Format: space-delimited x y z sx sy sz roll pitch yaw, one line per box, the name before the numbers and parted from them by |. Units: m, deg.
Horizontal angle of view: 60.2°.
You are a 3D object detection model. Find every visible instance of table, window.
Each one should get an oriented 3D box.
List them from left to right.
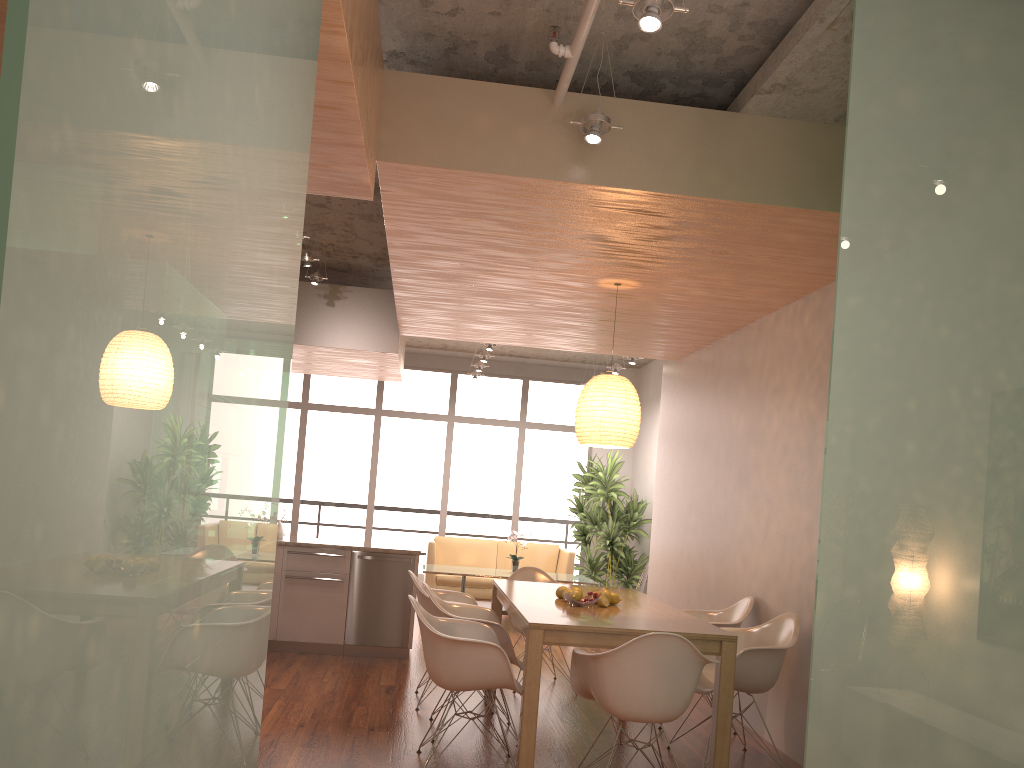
window | -2.941 1.079 12.237 8.560 3.269 0.062 5 -2 -5
table | -0.074 2.372 9.766 1.870 0.557 0.946 5 -6 -5
table | 0.451 1.706 5.260 1.026 0.805 2.087 5 -7 -5

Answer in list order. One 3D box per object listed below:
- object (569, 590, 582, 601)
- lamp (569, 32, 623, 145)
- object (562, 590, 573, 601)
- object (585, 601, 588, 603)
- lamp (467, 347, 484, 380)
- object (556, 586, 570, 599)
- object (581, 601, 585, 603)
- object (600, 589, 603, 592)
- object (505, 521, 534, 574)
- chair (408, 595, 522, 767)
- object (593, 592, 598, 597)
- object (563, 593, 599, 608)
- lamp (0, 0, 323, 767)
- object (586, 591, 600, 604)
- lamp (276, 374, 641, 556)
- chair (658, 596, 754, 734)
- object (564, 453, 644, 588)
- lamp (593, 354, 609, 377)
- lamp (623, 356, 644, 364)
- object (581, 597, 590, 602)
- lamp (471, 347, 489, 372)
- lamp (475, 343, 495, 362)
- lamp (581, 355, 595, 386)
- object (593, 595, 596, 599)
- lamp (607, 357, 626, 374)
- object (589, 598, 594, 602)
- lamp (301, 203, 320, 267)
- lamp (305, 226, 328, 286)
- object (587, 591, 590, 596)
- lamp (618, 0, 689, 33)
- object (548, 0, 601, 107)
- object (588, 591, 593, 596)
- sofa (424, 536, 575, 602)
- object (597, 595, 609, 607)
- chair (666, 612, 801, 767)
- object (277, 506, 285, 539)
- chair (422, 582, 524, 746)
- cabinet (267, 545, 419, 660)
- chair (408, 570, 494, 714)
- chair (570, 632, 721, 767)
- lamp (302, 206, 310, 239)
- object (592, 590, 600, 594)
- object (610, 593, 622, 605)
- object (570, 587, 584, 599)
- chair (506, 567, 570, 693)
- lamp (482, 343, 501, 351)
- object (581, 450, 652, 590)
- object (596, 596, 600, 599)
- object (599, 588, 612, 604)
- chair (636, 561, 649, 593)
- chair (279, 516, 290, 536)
object | 0.362 1.209 5.023 0.083 0.071 0.080 7 -6 -29
lamp | 0.368 -1.259 3.735 0.199 0.481 0.134 7 -3 -38
object | 0.338 1.248 5.205 0.081 0.071 0.083 6 -5 -16
object | 0.424 1.246 5.010 0.025 0.026 0.026 3 -5 24
lamp | -0.467 -0.294 11.726 0.199 0.481 0.134 7 -3 -38
object | 0.306 1.265 5.357 0.078 0.077 0.080 6 -5 -20
object | 0.405 1.245 5.023 0.026 0.025 0.026 3 -5 19
object | 0.548 1.266 5.268 0.072 0.100 0.074 2 -4 29
object | 0.057 1.804 9.764 0.298 0.587 0.372 5 -3 -11
chair | -0.244 1.527 4.523 0.643 0.845 0.688 5 -4 -11
object | 0.488 1.229 5.157 0.024 0.026 0.026 6 -5 -25
object | 0.391 1.236 5.032 0.174 0.060 0.175 5 -7 -5
lamp | 0.319 0.319 4.651 0.445 3.379 8.275 4 -6 13
object | 0.493 1.264 5.224 0.084 0.074 0.078 9 -6 -42
lamp | -0.934 0.626 6.505 3.216 1.341 3.088 5 -6 -5
chair | 1.260 1.828 5.897 0.643 0.857 0.688 5 -4 -6
object | 1.254 1.985 11.937 1.080 2.097 0.971 4 -3 13
lamp | 1.136 -0.255 11.054 0.199 0.481 0.134 7 -3 -38
lamp | 1.307 -0.452 9.422 0.199 0.481 0.134 7 -3 -38
object | 0.422 1.245 5.066 0.076 0.043 0.093 -1 -8 40
lamp | -0.382 -0.393 10.910 0.199 0.481 0.134 7 -3 -38
lamp | -0.297 -0.491 10.094 0.199 0.481 0.134 7 -3 -38
lamp | 1.051 -0.157 11.870 0.199 0.481 0.134 7 -3 -38
object | 0.482 1.243 5.169 0.024 0.026 0.026 6 -5 -25
lamp | 1.222 -0.354 10.238 0.199 0.481 0.134 7 -3 -38
object | 0.453 1.237 5.039 0.026 0.026 0.023 4 -4 7
lamp | -1.456 -1.076 6.336 0.153 0.468 0.103 6 -3 -38
lamp | -1.515 -1.007 6.902 0.153 0.468 0.103 6 -3 -38
object | 0.457 1.236 5.211 0.025 0.026 0.026 8 -6 -38
lamp | 0.464 -1.370 2.817 0.199 0.481 0.134 7 -3 -38
object | 0.392 -1.543 1.639 0.135 0.111 4.512 5 -7 -5
object | 0.462 1.231 5.183 0.026 0.026 0.024 2 -5 27
sofa | -0.186 2.389 11.045 1.801 0.834 0.884 5 -5 -5
object | 0.522 1.247 5.073 0.063 0.068 0.074 2 -6 32
chair | 1.286 1.717 5.018 0.643 0.857 0.688 6 -4 -16
object | -2.057 1.153 7.481 0.262 0.304 0.264 4 -4 11
chair | -0.244 1.623 5.219 0.643 0.857 0.688 5 -4 -11
cabinet | -1.548 0.889 5.836 1.914 2.263 4.273 5 -6 -5
chair | -0.408 1.700 5.915 0.643 0.857 0.688 5 -4 -11
chair | 0.600 1.553 4.168 0.684 0.857 0.646 5 -4 -11
lamp | -1.397 -1.144 5.770 0.153 0.468 0.103 6 -3 -38
object | 0.499 1.226 5.207 0.065 0.022 0.070 -2 -10 44
object | 0.597 1.271 5.226 0.081 0.071 0.083 6 -5 -16
object | 0.390 1.270 5.350 0.078 0.077 0.081 7 -5 -30
chair | 0.204 1.852 6.723 0.684 0.857 0.646 6 -4 -21
lamp | -0.211 -0.590 9.278 0.199 0.481 0.134 7 -3 -38
object | 1.339 1.905 11.265 0.966 2.097 1.085 4 -3 8
object | 0.503 1.249 5.152 0.026 0.026 0.024 5 -4 -6
object | 0.549 1.246 5.176 0.074 0.093 0.076 4 -4 2
chair | 1.131 2.200 9.018 0.561 0.897 0.546 4 -3 15
chair | -3.198 2.209 11.716 0.543 0.897 0.564 5 -3 -5
